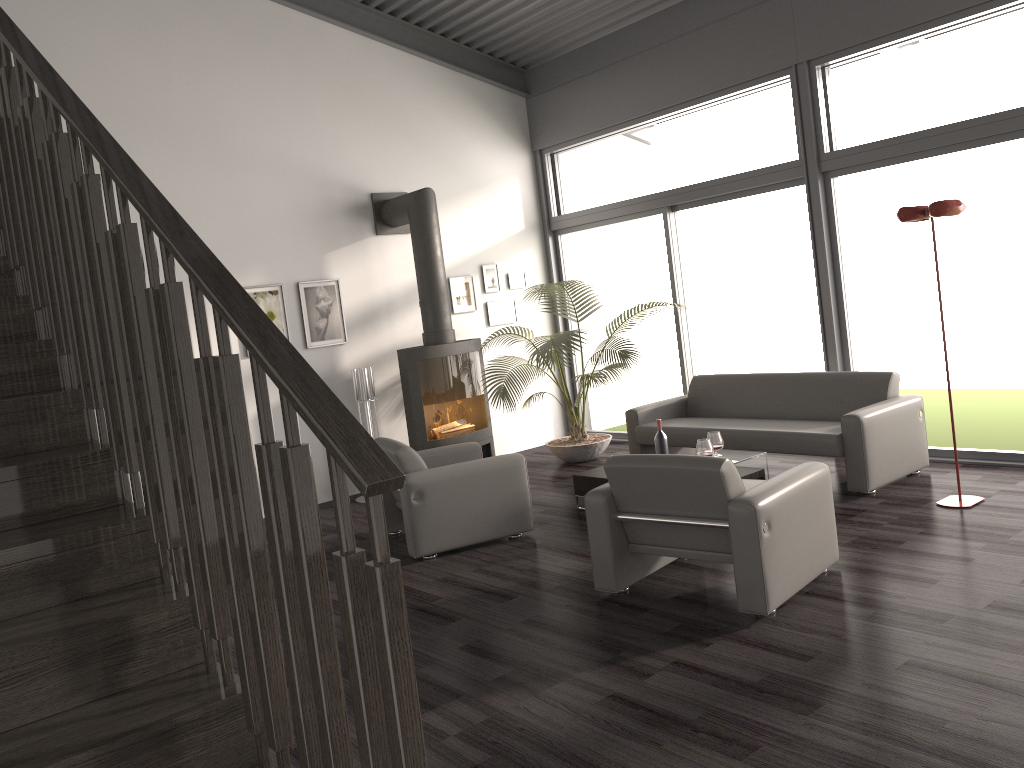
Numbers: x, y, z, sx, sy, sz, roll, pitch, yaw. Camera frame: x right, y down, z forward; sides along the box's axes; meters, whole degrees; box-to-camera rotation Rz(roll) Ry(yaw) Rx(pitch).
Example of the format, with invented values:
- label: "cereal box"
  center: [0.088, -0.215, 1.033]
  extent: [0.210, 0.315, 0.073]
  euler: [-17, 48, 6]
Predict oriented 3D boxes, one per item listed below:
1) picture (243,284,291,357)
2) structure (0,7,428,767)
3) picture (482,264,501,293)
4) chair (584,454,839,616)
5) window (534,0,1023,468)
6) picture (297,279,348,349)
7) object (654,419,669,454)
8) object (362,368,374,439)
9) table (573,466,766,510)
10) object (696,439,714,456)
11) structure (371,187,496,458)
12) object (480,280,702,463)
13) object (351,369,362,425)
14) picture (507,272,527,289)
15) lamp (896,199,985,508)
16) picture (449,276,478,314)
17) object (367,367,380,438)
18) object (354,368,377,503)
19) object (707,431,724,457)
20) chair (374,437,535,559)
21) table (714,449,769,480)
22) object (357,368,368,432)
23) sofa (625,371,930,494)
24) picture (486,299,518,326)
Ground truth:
- label: "picture"
  center: [-2.070, -0.538, 7.434]
  extent: [0.395, 0.576, 0.026]
  euler: [-10, 4, -38]
- label: "structure"
  center: [-2.599, -0.531, 3.510]
  extent: [1.003, 4.085, 6.337]
  euler: [-10, 5, -38]
- label: "picture"
  center: [-0.210, -1.064, 8.927]
  extent: [0.192, 0.280, 0.015]
  euler: [-10, 4, -38]
- label: "chair"
  center: [1.013, 0.632, 4.468]
  extent: [0.962, 0.716, 0.913]
  euler: [-3, 6, 42]
- label: "window"
  center: [3.532, -1.188, 5.730]
  extent: [0.386, 3.464, 9.738]
  euler: [-10, 5, -38]
- label: "picture"
  center: [-1.655, -0.620, 7.765]
  extent: [0.395, 0.576, 0.026]
  euler: [-10, 4, -38]
- label: "object"
  center: [1.008, 0.421, 5.958]
  extent: [0.093, 0.370, 0.093]
  euler: [-10, 4, -39]
- label: "object"
  center: [-1.134, 0.364, 7.540]
  extent: [0.167, 1.018, 0.079]
  euler: [-6, 3, 13]
- label: "table"
  center: [1.050, 0.721, 6.041]
  extent: [0.602, 0.249, 1.199]
  euler: [-11, 6, -38]
- label: "object"
  center: [1.226, 0.431, 5.628]
  extent: [0.116, 0.155, 0.116]
  euler: [-9, 4, -29]
- label: "structure"
  center: [-0.874, -0.454, 8.172]
  extent: [0.821, 2.669, 1.115]
  euler: [-10, 4, -38]
- label: "object"
  center: [0.515, -0.106, 8.029]
  extent: [1.724, 1.663, 2.117]
  euler: [-11, 6, -43]
- label: "object"
  center: [-1.296, 0.364, 7.561]
  extent: [0.042, 0.981, 0.116]
  euler: [-6, 3, 27]
- label: "picture"
  center: [0.054, -1.068, 9.135]
  extent: [0.222, 0.166, 0.015]
  euler: [-11, 4, -38]
- label: "lamp"
  center: [2.574, -0.181, 5.258]
  extent: [0.366, 1.784, 0.353]
  euler: [-10, 4, -38]
- label: "picture"
  center: [-0.480, -0.879, 8.705]
  extent: [0.289, 0.351, 0.015]
  euler: [-10, 4, -38]
- label: "object"
  center: [-1.165, 0.372, 7.683]
  extent: [0.074, 1.050, 0.145]
  euler: [-6, 3, 13]
- label: "object"
  center: [-1.221, 0.420, 7.630]
  extent: [0.400, 1.123, 0.402]
  euler: [-7, 3, 11]
- label: "object"
  center: [1.341, 0.396, 5.850]
  extent: [0.115, 0.155, 0.116]
  euler: [-4, 5, 42]
- label: "chair"
  center: [-0.419, 0.670, 6.036]
  extent: [0.912, 0.716, 0.963]
  euler: [-9, 5, -23]
- label: "table"
  center: [1.291, 0.664, 5.725]
  extent: [0.682, 0.341, 0.400]
  euler: [-11, 6, -38]
- label: "object"
  center: [-1.252, 0.376, 7.735]
  extent: [0.041, 1.047, 0.114]
  euler: [-7, 3, 7]
- label: "sofa"
  center: [1.885, 0.320, 6.701]
  extent: [0.905, 0.716, 2.113]
  euler: [-11, 6, -38]
- label: "picture"
  center: [-0.100, -0.728, 8.998]
  extent: [0.360, 0.244, 0.015]
  euler: [-11, 4, -38]
